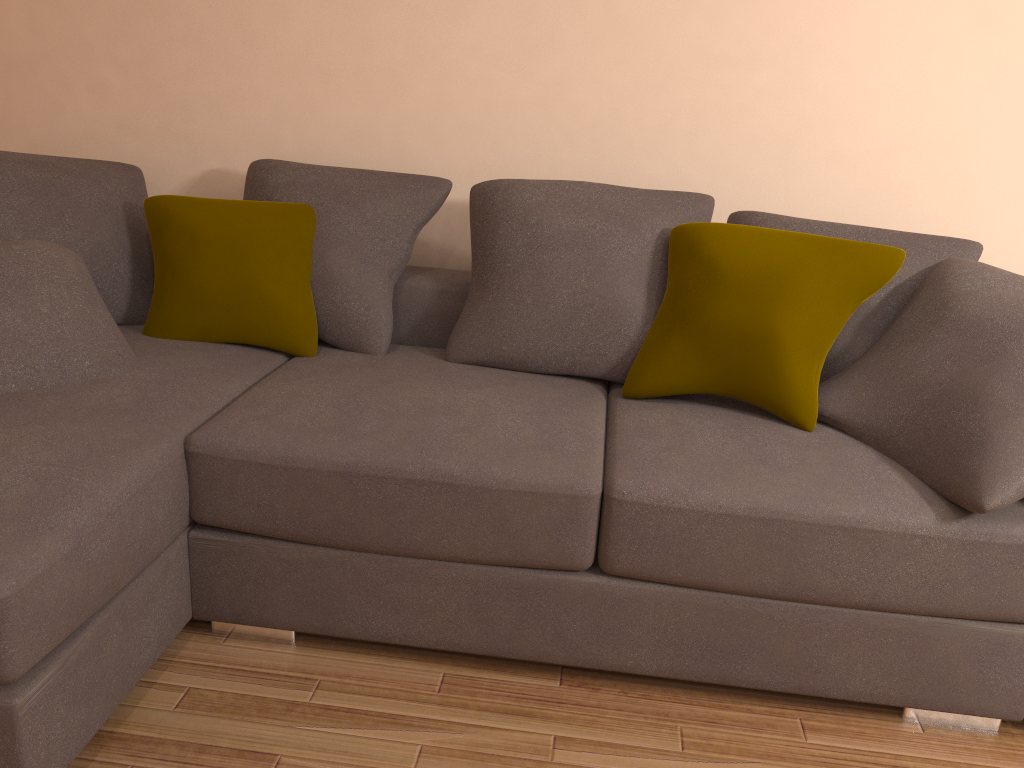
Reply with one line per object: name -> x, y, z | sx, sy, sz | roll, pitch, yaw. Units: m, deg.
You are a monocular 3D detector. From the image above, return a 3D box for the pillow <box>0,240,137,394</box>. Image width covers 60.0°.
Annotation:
pillow -> -1.420, -0.137, 2.335 | 0.792, 0.415, 0.645 | -14, 25, -42

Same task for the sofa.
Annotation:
sofa -> -0.247, 0.250, 2.384 | 3.565, 0.776, 1.906 | 5, 18, 5

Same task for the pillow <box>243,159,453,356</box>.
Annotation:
pillow -> -0.646, -0.442, 3.017 | 0.787, 0.576, 0.431 | 11, 20, 20

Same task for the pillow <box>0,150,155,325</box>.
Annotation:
pillow -> -1.496, -0.464, 2.856 | 0.806, 0.578, 0.483 | -14, 25, -42

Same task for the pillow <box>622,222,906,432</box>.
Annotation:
pillow -> 0.689, -0.172, 2.478 | 0.658, 0.492, 0.382 | 14, 21, 28

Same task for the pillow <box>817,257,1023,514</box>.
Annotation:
pillow -> 1.134, -0.026, 2.189 | 0.560, 0.470, 0.749 | -4, 20, -22

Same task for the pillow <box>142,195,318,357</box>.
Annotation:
pillow -> -0.892, -0.337, 2.842 | 0.631, 0.486, 0.335 | 3, 18, -1

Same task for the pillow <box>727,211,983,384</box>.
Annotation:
pillow -> 0.903, -0.173, 2.723 | 0.399, 0.635, 0.811 | -12, 24, -39

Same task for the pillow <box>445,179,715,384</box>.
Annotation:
pillow -> 0.211, -0.327, 2.797 | 0.783, 0.590, 0.459 | 7, 19, 10
